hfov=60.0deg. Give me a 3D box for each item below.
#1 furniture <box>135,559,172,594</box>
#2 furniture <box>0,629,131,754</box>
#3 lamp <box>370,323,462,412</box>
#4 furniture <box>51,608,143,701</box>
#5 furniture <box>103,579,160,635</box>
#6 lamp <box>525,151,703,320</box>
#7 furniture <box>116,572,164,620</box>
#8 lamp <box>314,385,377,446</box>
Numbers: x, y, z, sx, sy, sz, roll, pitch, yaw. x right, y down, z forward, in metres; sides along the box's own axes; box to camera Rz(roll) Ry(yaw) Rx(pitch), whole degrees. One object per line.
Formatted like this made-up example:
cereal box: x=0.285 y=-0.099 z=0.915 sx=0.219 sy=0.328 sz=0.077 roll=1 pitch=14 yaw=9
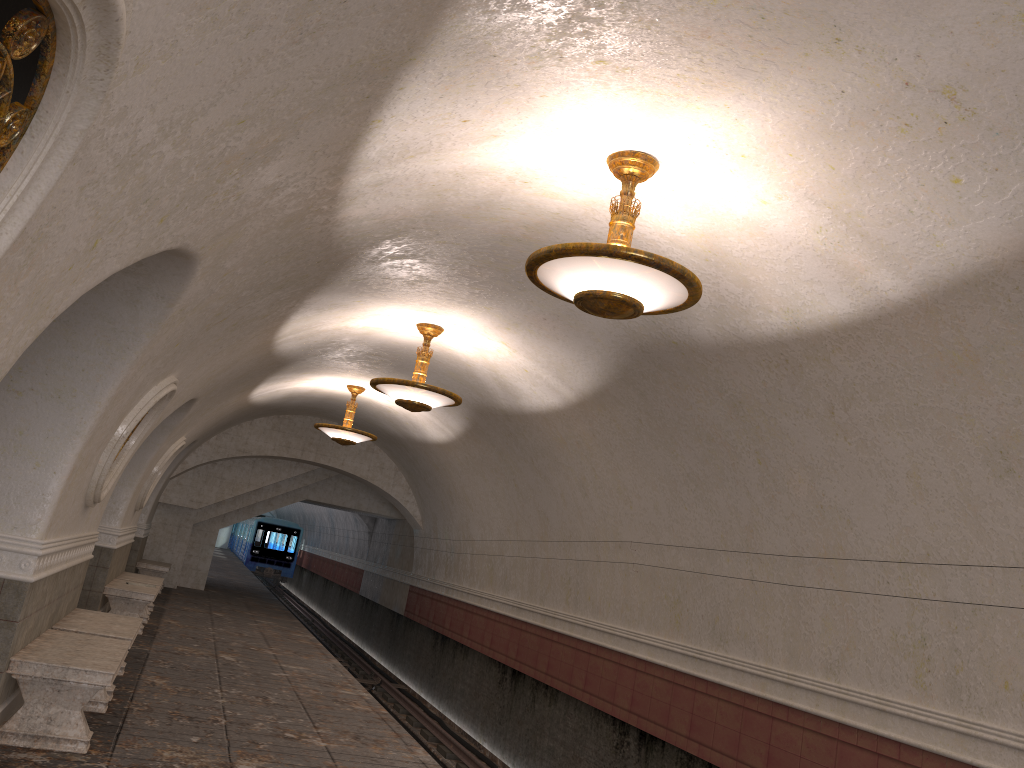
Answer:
furniture: x=-7.160 y=3.811 z=17.621 sx=0.613 sy=0.508 sz=1.509 roll=15 pitch=-13 yaw=-17
furniture: x=-3.094 y=2.102 z=6.177 sx=0.613 sy=0.508 sz=1.509 roll=15 pitch=-13 yaw=-17
lamp: x=-0.983 y=-0.158 z=9.590 sx=1.008 sy=0.955 sz=1.008 roll=11 pitch=-12 yaw=-1
furniture: x=-3.652 y=2.337 z=7.746 sx=0.613 sy=0.508 sz=1.509 roll=15 pitch=-13 yaw=-17
furniture: x=-5.071 y=2.933 z=11.740 sx=0.613 sy=0.508 sz=1.509 roll=15 pitch=-13 yaw=-17
lamp: x=0.618 y=-0.831 z=5.085 sx=1.008 sy=0.955 sz=1.008 roll=11 pitch=-12 yaw=-1
furniture: x=-5.628 y=3.167 z=13.309 sx=0.613 sy=0.508 sz=1.509 roll=15 pitch=-13 yaw=-17
lamp: x=-2.584 y=0.515 z=14.097 sx=1.008 sy=0.955 sz=1.008 roll=4 pitch=-14 yaw=28
